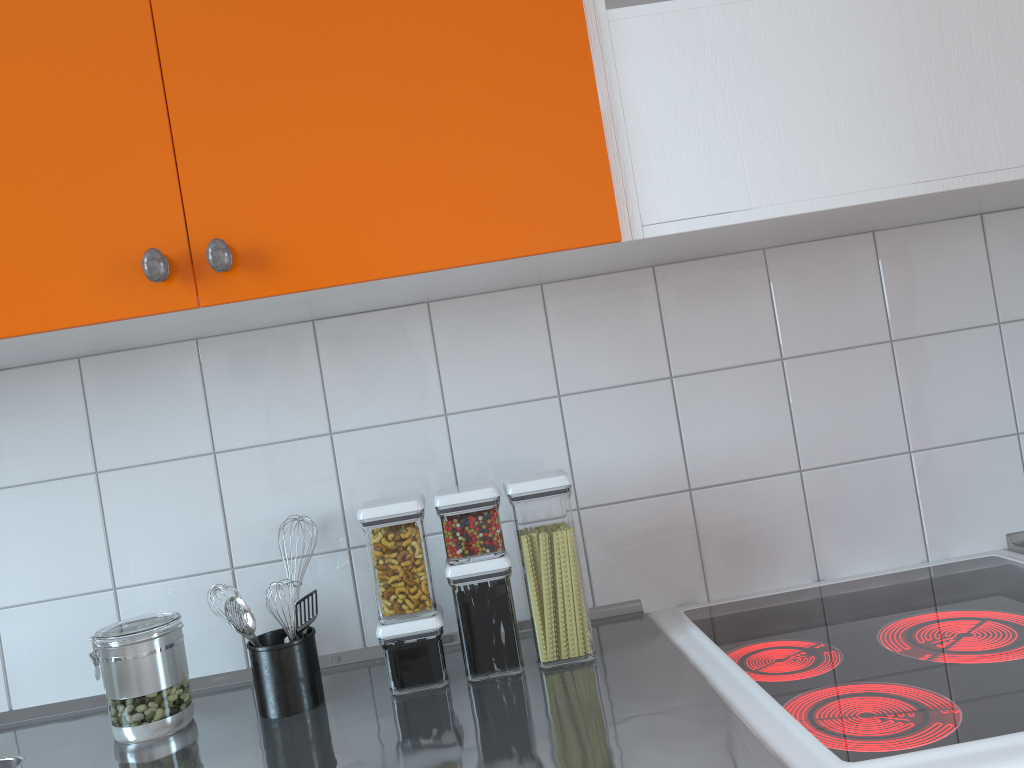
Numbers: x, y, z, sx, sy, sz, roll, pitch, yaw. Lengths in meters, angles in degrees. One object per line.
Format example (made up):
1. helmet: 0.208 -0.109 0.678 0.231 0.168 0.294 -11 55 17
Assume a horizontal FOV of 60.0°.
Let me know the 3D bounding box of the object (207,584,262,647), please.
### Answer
1. object: -0.365 0.366 1.253 0.106 0.190 0.045 -9 -1 -41

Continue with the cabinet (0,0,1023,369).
1. cabinet: -0.376 0.150 1.066 3.114 2.349 0.702 -9 0 -3

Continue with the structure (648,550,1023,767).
1. structure: 0.614 0.740 1.094 0.620 0.864 0.730 -9 0 -4

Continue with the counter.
1. counter: -0.321 0.501 1.081 3.113 0.132 0.679 -9 0 -3

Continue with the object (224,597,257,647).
1. object: -0.356 0.372 1.226 0.052 0.176 0.087 -9 0 5

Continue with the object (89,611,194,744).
1. object: -0.514 0.411 1.247 0.119 0.150 0.116 -9 0 31

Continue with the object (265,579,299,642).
1. object: -0.304 0.327 1.203 0.044 0.131 0.076 -9 0 -12

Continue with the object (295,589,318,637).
1. object: -0.284 0.363 1.234 0.034 0.164 0.118 -9 0 -23

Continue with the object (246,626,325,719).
1. object: -0.317 0.407 1.249 0.095 0.105 0.097 -9 0 -22

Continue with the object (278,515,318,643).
1. object: -0.313 0.326 1.308 0.063 0.251 0.185 -9 0 -3

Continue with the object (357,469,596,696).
1. object: -0.048 0.277 1.262 0.302 0.261 0.094 -9 0 -3
